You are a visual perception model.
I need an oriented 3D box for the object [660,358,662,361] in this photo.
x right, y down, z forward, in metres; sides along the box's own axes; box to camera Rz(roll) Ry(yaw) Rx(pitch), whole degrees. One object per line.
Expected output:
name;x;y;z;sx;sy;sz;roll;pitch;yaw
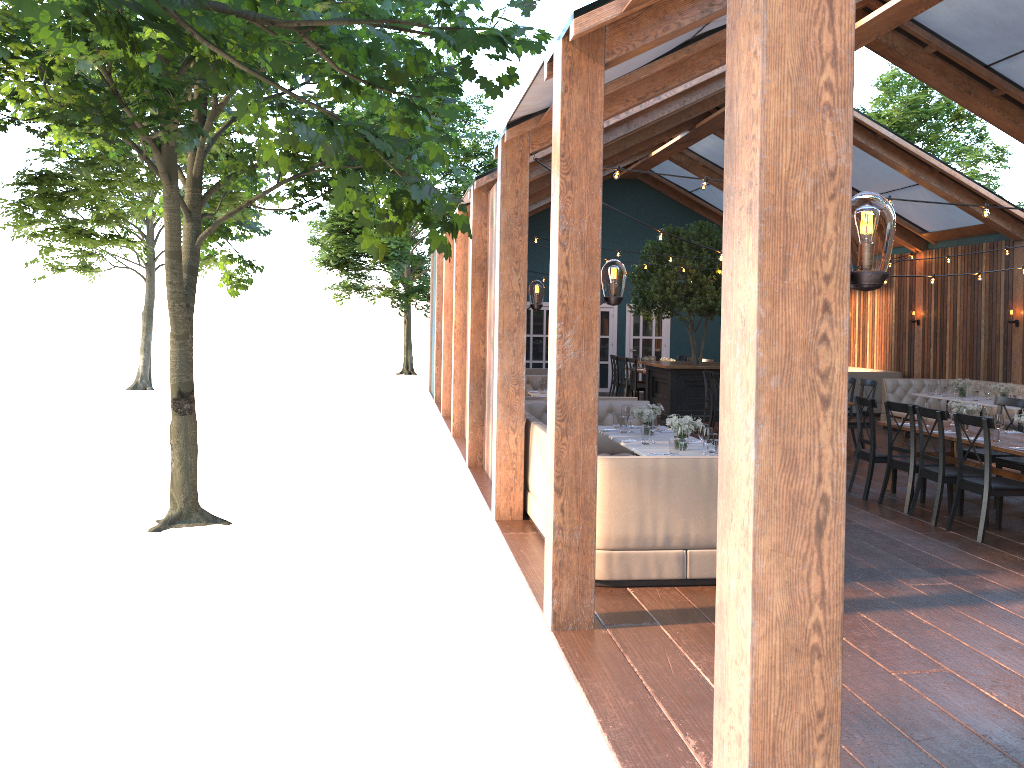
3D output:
object;3.249;-0.431;19.241;0.092;0.244;0.092;2;1;35

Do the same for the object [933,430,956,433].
object;4.224;0.463;8.607;0.255;0.019;0.158;0;4;-7

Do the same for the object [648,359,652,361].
object;2.969;-0.424;19.077;0.092;0.244;0.092;2;1;35

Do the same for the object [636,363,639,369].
object;2.764;-0.420;19.563;0.092;0.158;0.092;1;1;19

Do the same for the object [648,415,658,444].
object;1.255;0.405;7.870;0.092;0.244;0.092;2;1;35

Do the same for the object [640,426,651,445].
object;1.176;0.452;7.794;0.092;0.158;0.092;1;1;-21

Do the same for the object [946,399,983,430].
object;4.531;0.303;8.864;0.329;0.309;0.336;2;3;27

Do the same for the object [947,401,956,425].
object;4.630;0.305;9.306;0.092;0.244;0.092;2;1;40

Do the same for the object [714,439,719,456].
object;1.636;0.520;6.965;0.092;0.158;0.092;1;1;-21

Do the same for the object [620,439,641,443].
object;1.104;0.510;7.945;0.255;0.019;0.158;0;4;-7

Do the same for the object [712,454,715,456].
object;1.726;0.574;7.204;0.255;0.019;0.158;0;4;-7

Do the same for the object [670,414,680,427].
object;1.479;0.398;8.022;0.092;0.244;0.092;2;1;35

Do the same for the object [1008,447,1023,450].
object;4.366;0.542;7.503;0.255;0.019;0.158;0;4;-7

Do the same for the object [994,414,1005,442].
object;4.407;0.394;8.007;0.092;0.244;0.092;2;1;35

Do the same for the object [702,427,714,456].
object;1.561;0.470;7.043;0.092;0.244;0.092;2;1;35

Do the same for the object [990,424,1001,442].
object;4.328;0.441;7.931;0.092;0.158;0.092;1;1;19

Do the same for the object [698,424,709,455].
object;1.580;0.453;7.278;0.092;0.244;0.092;2;1;35

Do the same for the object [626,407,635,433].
object;1.158;0.348;8.638;0.092;0.244;0.092;2;1;40

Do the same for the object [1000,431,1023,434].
object;4.847;0.468;8.659;0.255;0.019;0.158;0;4;-7

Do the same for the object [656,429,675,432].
object;1.518;0.460;8.741;0.255;0.019;0.158;0;4;-7

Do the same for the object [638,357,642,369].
object;2.843;-0.467;19.639;0.092;0.244;0.092;2;1;35

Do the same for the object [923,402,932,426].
object;4.281;0.312;9.129;0.092;0.244;0.092;2;1;40

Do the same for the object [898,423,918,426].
object;4.132;0.417;9.198;0.255;0.019;0.158;0;4;-7

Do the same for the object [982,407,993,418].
object;4.688;0.349;8.719;0.092;0.244;0.092;2;1;35

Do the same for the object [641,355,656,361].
object;3.032;-0.483;19.453;0.329;0.309;0.337;1;2;-10

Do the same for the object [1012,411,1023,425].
object;4.623;0.379;7.815;0.329;0.309;0.336;-1;3;-41

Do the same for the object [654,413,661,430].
object;1.449;0.378;8.892;0.092;0.158;0.092;1;1;-21

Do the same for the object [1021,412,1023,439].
object;4.774;0.386;8.212;0.092;0.244;0.092;2;1;35

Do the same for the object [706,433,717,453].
object;1.658;0.492;7.355;0.092;0.158;0.092;1;1;-21

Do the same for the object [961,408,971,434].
object;4.374;0.358;8.531;0.092;0.244;0.092;2;1;35

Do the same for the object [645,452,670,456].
object;1.215;0.568;7.156;0.255;0.019;0.158;0;4;-7

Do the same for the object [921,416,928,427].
object;4.204;0.360;9.036;0.092;0.158;0.092;2;2;39

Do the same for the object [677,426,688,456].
object;1.365;0.464;7.081;0.092;0.244;0.092;2;1;35

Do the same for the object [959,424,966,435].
object;4.295;0.405;8.455;0.092;0.158;0.092;1;1;19

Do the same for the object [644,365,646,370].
object;2.875;-0.378;19.001;0.092;0.158;0.092;1;1;19

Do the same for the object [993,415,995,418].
object;4.764;0.386;8.813;0.092;0.158;0.092;1;1;19

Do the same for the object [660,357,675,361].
object;3.238;-0.407;18.439;0.329;0.309;0.337;1;2;7

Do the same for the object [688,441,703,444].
object;1.625;0.519;7.948;0.255;0.019;0.158;0;4;-7

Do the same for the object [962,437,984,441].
object;4.257;0.499;8.082;0.255;0.019;0.158;0;4;-7

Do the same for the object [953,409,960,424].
object;4.718;0.343;9.403;0.092;0.158;0.092;2;1;29

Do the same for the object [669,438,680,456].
object;1.286;0.511;7.005;0.092;0.158;0.092;1;1;-21

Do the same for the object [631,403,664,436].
object;1.294;0.332;8.453;0.329;0.309;0.336;2;2;14

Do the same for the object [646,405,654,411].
object;1.371;0.340;8.815;0.092;0.244;0.092;2;1;40

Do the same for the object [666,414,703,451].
object;1.442;0.402;7.512;0.329;0.309;0.337;0;3;-33
